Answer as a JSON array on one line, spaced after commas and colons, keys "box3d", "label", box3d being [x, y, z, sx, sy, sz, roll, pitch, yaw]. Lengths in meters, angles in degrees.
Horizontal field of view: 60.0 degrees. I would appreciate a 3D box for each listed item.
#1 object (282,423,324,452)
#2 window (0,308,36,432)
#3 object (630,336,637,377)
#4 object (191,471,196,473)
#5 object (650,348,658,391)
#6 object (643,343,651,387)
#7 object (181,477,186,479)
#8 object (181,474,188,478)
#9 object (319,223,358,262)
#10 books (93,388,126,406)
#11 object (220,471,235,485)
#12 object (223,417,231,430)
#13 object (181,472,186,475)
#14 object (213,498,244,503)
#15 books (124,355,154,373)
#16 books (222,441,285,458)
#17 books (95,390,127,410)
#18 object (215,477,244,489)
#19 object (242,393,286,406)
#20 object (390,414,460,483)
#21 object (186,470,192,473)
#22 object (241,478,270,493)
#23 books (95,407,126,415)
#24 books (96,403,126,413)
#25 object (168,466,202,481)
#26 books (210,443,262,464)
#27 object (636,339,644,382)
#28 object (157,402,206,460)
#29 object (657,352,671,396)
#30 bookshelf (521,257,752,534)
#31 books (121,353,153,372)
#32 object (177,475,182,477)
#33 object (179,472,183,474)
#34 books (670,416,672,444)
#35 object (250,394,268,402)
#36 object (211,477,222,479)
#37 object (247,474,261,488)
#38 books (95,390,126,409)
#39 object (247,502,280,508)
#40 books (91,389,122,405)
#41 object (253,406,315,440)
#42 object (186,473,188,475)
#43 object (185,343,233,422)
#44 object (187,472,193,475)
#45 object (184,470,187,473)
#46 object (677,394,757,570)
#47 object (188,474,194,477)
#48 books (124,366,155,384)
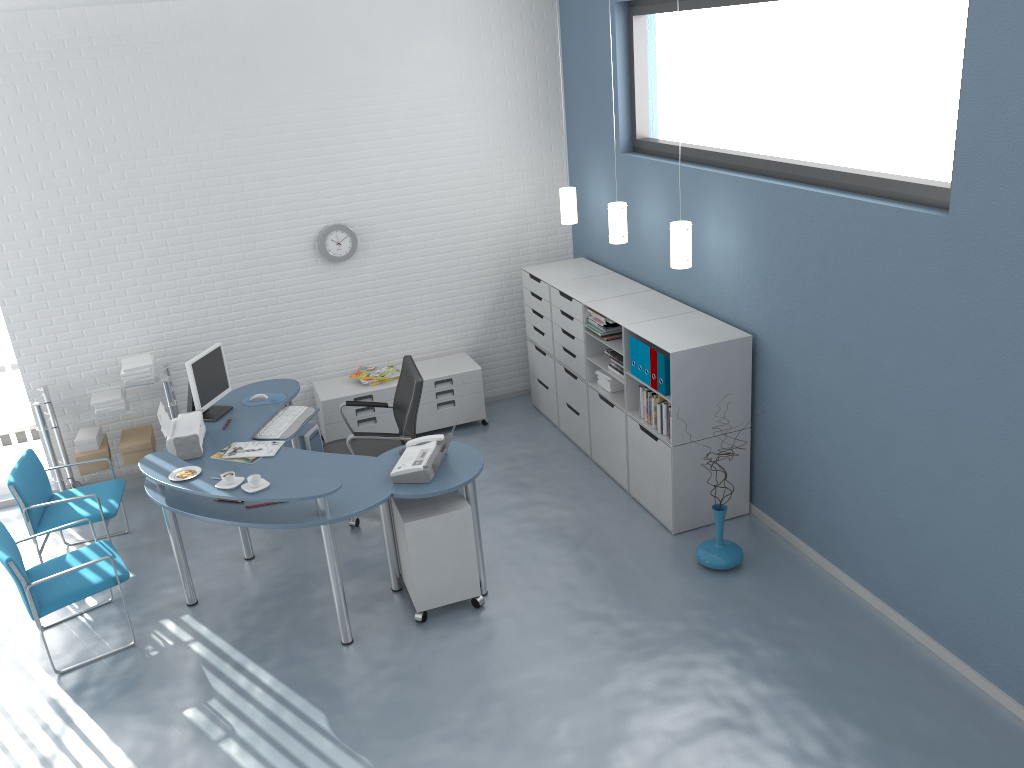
[{"box3d": [-1.568, 0.505, 6.216, 0.471, 0.422, 0.199, 1, 22, 15], "label": "object"}, {"box3d": [-5.223, -0.543, 5.869, 3.635, 2.562, 0.008, -12, 22, -17], "label": "window"}, {"box3d": [0.811, -0.181, 5.332, 0.181, 0.247, 0.082, -12, 22, -17], "label": "object"}, {"box3d": [-1.612, 0.445, 4.476, 0.027, 0.005, 0.025, 11, 27, 36], "label": "object"}, {"box3d": [0.897, -0.102, 5.111, 0.181, 0.247, 0.082, -12, 22, -17], "label": "object"}, {"box3d": [0.868, -0.128, 5.185, 0.181, 0.247, 0.082, -12, 22, -17], "label": "object"}, {"box3d": [-1.639, 0.464, 4.432, 0.025, 0.005, 0.027, 14, 28, 40], "label": "object"}, {"box3d": [-1.636, 0.459, 4.432, 0.027, 0.005, 0.025, -21, 27, -36], "label": "object"}, {"box3d": [-1.279, -1.039, 6.526, 0.279, 0.277, 0.041, -12, 22, -17], "label": "object"}, {"box3d": [-2.772, 0.083, 6.113, 0.190, 0.015, 0.270, -11, 22, -16], "label": "books"}, {"box3d": [-1.379, 0.459, 4.318, 0.062, 0.049, 0.078, -16, 24, -26], "label": "object"}, {"box3d": [-1.736, 0.242, 5.401, 0.013, 0.013, 0.178, -5, 21, -1], "label": "object"}, {"box3d": [-1.653, 0.451, 4.456, 0.025, 0.005, 0.027, -10, 22, -13], "label": "object"}, {"box3d": [-1.427, 0.584, 4.463, 0.178, 0.013, 0.013, 2, 23, 18], "label": "object"}, {"box3d": [-2.568, -0.139, 6.106, 0.190, 0.015, 0.270, -12, 22, -17], "label": "books"}, {"box3d": [-1.461, 0.371, 5.020, 0.300, 0.010, 0.200, -3, 22, 6], "label": "books"}, {"box3d": [-2.767, 0.110, 6.123, 0.190, 0.015, 0.270, -12, 22, -17], "label": "books"}, {"box3d": [-1.373, 0.484, 4.321, 0.119, 0.016, 0.119, 2, 23, 18], "label": "object"}, {"box3d": [-1.609, 0.085, 5.757, 0.285, 0.026, 0.213, -7, 22, -5], "label": "object"}, {"box3d": [-0.456, 0.297, 4.610, 0.399, 0.280, 0.405, -1, 22, 11], "label": "object"}, {"box3d": [-1.634, 0.440, 4.480, 0.025, 0.005, 0.027, 6, 24, 25], "label": "object"}, {"box3d": [-1.234, 0.492, 4.268, 0.119, 0.016, 0.119, -22, 27, -37], "label": "object"}, {"box3d": [-2.771, 0.141, 6.129, 0.190, 0.015, 0.270, -12, 23, -18], "label": "books"}, {"box3d": [-2.772, 0.127, 6.123, 0.190, 0.015, 0.270, -14, 23, -21], "label": "books"}, {"box3d": [-1.642, 0.453, 4.457, 0.162, 0.011, 0.162, 4, 23, 22], "label": "object"}, {"box3d": [-1.516, 0.389, 4.993, 0.300, 0.005, 0.200, 5, 24, 24], "label": "books"}, {"box3d": [0.839, -0.155, 5.258, 0.181, 0.247, 0.082, -12, 22, -17], "label": "object"}, {"box3d": [-1.889, 0.241, 5.082, 0.197, 0.273, 0.392, -10, 22, -12], "label": "object"}, {"box3d": [0.926, -0.075, 5.037, 0.181, 0.247, 0.082, -12, 22, -17], "label": "object"}, {"box3d": [0.756, -0.056, 6.120, 0.521, 1.141, 2.294, -12, 22, -17], "label": "bookshelf"}, {"box3d": [-2.576, -0.148, 6.089, 0.190, 0.015, 0.270, -14, 23, -22], "label": "books"}, {"box3d": [-1.665, 0.461, 4.447, 0.027, 0.005, 0.025, 2, 22, 17], "label": "object"}, {"box3d": [-1.664, 0.449, 4.476, 0.027, 0.005, 0.025, 4, 23, 21], "label": "object"}, {"box3d": [0.983, 0.244, 5.054, 0.178, 0.163, 0.032, -12, 22, -17], "label": "books"}, {"box3d": [-1.641, 0.085, 5.742, 0.115, 0.035, 0.054, -8, 22, -8], "label": "object"}, {"box3d": [-1.447, 0.463, 4.379, 0.119, 0.021, 0.025, 6, 24, 26], "label": "object"}, {"box3d": [-1.236, 0.467, 4.267, 0.062, 0.049, 0.078, -4, 21, 3], "label": "object"}, {"box3d": [-2.767, 0.099, 6.112, 0.190, 0.015, 0.270, -12, 23, -18], "label": "books"}, {"box3d": [-1.210, 0.592, 4.400, 0.200, 0.010, 0.011, -8, 22, -9], "label": "object"}, {"box3d": [-2.784, 0.077, 6.090, 0.190, 0.015, 0.270, -13, 23, -20], "label": "books"}, {"box3d": [-1.425, 0.234, 5.520, 0.276, 0.028, 0.478, 0, 22, 12], "label": "object"}, {"box3d": [-1.634, 0.452, 4.461, 0.025, 0.005, 0.027, -18, 25, -31], "label": "object"}, {"box3d": [-1.918, 0.001, 5.502, 0.212, 0.417, 0.365, 0, 22, 14], "label": "object"}, {"box3d": [-1.618, 0.449, 4.454, 0.025, 0.005, 0.027, -16, 24, -25], "label": "object"}, {"box3d": [-1.642, 0.441, 4.492, 0.027, 0.005, 0.025, 12, 27, 36], "label": "object"}, {"box3d": [1.128, 0.554, 4.736, 0.357, 0.972, 0.312, 16, 30, 43], "label": "object"}, {"box3d": [-1.609, 0.457, 4.445, 0.027, 0.005, 0.025, -17, 24, -27], "label": "object"}, {"box3d": [-2.569, -0.064, 6.122, 0.190, 0.015, 0.270, -12, 22, -17], "label": "books"}]
